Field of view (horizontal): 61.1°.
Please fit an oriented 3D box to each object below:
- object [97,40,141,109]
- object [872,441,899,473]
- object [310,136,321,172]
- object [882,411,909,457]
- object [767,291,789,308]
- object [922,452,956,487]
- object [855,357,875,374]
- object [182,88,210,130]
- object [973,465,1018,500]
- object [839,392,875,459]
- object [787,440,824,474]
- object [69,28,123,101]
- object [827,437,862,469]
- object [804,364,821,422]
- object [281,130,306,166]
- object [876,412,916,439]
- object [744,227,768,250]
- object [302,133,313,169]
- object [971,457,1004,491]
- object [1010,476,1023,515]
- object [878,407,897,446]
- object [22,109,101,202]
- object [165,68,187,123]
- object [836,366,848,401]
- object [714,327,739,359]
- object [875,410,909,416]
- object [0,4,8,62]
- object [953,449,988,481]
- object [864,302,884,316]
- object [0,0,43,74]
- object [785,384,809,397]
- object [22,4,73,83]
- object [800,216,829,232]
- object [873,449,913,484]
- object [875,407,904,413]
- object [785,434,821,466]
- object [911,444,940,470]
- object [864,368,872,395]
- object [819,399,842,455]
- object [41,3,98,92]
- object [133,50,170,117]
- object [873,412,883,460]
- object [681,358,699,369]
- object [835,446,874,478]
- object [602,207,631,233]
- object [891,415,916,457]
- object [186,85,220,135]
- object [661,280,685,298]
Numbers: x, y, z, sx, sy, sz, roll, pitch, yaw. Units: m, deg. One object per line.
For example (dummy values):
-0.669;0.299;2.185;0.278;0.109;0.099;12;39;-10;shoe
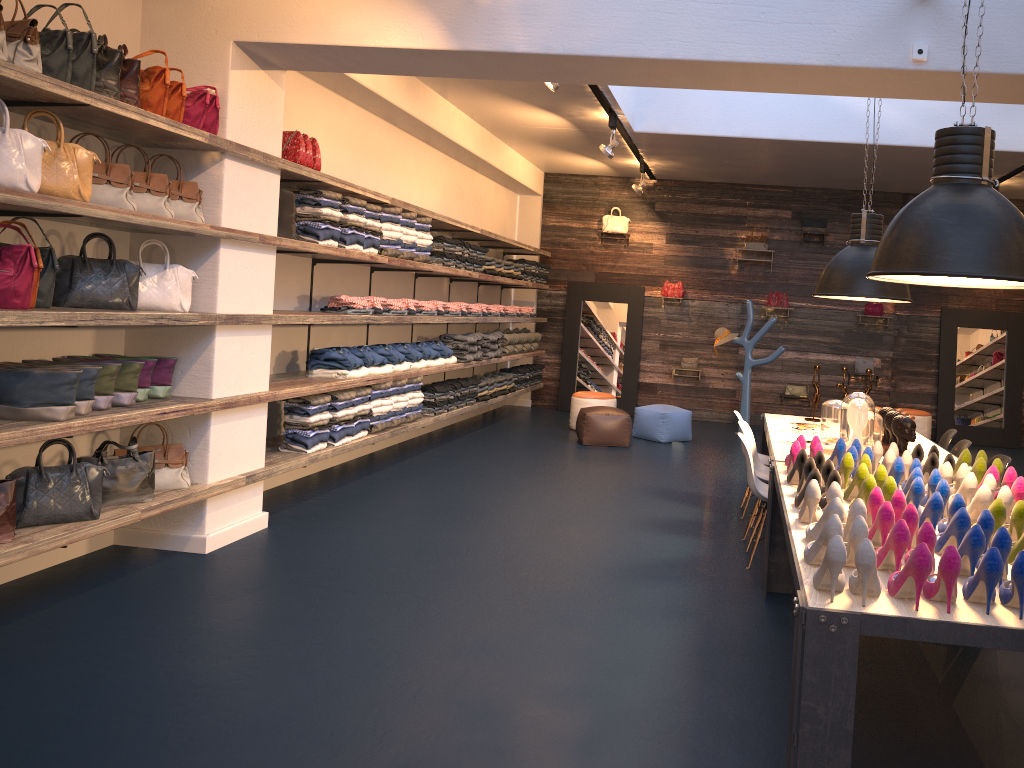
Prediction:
-1.957;-1.495;4.211;0.361;0.338;0.226;5;2;16;object
2.018;0.397;4.710;0.193;0.195;0.253;5;4;18;object
-1.450;-1.547;5.803;0.317;0.244;0.143;4;2;2;object
2.397;0.312;5.419;0.151;0.285;0.158;4;2;10;object
3.854;-1.217;12.541;0.325;0.254;0.136;4;2;-5;object
2.157;0.434;4.418;0.198;0.195;0.247;4;4;9;object
5.061;-0.263;12.447;0.259;0.229;0.084;6;2;25;object
-1.756;-1.478;4.643;0.321;0.283;0.240;1;4;-43;object
2.300;0.471;4.128;0.197;0.195;0.249;5;4;11;object
2.024;0.251;5.097;0.204;0.412;0.200;4;2;-1;object
1.522;0.382;4.488;0.196;0.195;0.256;5;4;23;object
-1.987;-1.479;4.017;0.315;0.337;0.264;2;3;-37;object
1.824;0.380;4.741;0.197;0.195;0.249;5;4;11;object
2.481;0.070;7.117;0.132;0.468;0.147;4;1;22;object
-1.506;-1.533;5.603;0.313;0.244;0.145;4;2;6;object
2.669;0.303;6.178;0.455;0.203;0.215;3;3;-12;object
3.545;-2.103;12.576;0.336;0.334;0.173;5;2;19;object
-1.481;-1.540;5.700;0.310;0.244;0.146;5;2;9;object
2.379;0.453;4.381;0.197;0.195;0.249;5;4;11;object
2.270;0.495;3.840;0.193;0.195;0.253;5;4;18;object
2.463;0.294;5.668;0.151;0.285;0.158;4;2;10;object
-2.037;-0.998;3.782;0.461;0.385;0.177;1;3;-42;object
-1.828;-1.499;4.481;0.271;0.330;0.211;2;3;-31;object
2.685;0.086;7.095;0.151;0.468;0.128;3;1;-37;object
2.934;-0.551;11.901;0.329;0.440;0.363;4;3;7;object
2.735;0.284;6.428;0.455;0.203;0.215;3;3;-12;object
-2.106;-1.421;3.354;0.336;0.334;0.173;5;2;19;object
2.447;0.433;4.651;0.197;0.195;0.249;5;4;11;object
5.183;-1.094;12.433;0.244;0.243;0.221;4;3;6;object
-2.062;-1.433;3.519;0.336;0.334;0.173;5;2;19;object
4.115;0.090;12.499;0.380;0.174;0.221;3;4;-14;object
-2.014;-1.449;3.693;0.291;0.352;0.137;4;1;4;object
4.342;-2.292;12.487;0.417;0.231;0.178;4;2;1;object
1.956;0.418;4.436;0.197;0.195;0.249;5;4;11;object
2.809;0.265;6.698;0.447;0.203;0.219;4;3;-6;object
1.605;0.363;4.755;0.200;0.195;0.245;4;4;5;object
2.225;0.412;4.710;0.197;0.195;0.249;5;4;11;object
2.905;0.104;7.075;0.145;0.468;0.134;4;1;-14;object
1.999;0.263;5.373;0.173;0.335;0.198;5;2;29;object
-1.975;-1.487;3.831;0.291;0.410;0.137;4;1;4;object
-1.862;-1.515;4.348;0.271;0.384;0.211;3;2;-31;object
2.158;0.307;5.266;0.176;0.289;0.173;4;2;-1;object
2.596;-0.305;12.678;0.280;0.175;0.100;3;2;-15;object
1.758;0.402;4.454;0.201;0.195;0.243;4;3;3;object
1.534;-2.408;12.773;0.432;0.385;0.190;4;2;-5;object
2.328;0.331;5.162;0.151;0.285;0.158;4;2;10;object
-1.740;-1.505;4.747;0.264;0.310;0.203;3;3;-28;object
2.361;-1.387;12.710;0.322;0.253;0.144;5;2;19;object
